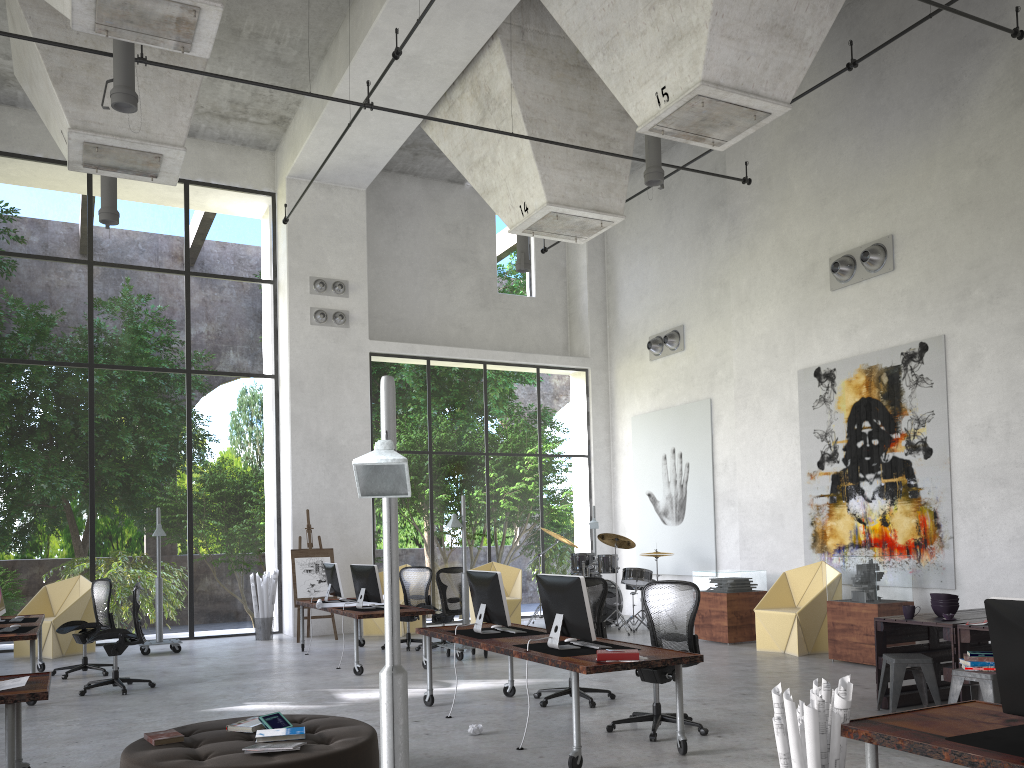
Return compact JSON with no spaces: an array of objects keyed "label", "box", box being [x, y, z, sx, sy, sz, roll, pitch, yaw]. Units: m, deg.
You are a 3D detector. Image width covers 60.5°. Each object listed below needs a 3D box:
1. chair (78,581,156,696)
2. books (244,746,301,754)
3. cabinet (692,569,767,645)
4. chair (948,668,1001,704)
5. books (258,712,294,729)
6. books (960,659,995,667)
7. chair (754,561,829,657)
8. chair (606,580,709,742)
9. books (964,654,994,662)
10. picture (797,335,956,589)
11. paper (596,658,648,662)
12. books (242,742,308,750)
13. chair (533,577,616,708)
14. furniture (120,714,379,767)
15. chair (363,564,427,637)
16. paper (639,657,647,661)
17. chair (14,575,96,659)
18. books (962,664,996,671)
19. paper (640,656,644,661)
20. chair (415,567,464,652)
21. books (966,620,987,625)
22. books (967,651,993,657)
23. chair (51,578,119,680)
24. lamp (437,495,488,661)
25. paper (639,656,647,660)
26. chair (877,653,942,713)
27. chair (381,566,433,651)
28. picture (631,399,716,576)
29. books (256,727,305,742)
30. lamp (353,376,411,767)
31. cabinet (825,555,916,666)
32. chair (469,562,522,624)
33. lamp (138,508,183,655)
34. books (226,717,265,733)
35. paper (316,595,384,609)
[{"label":"chair","box":[-4.344,2.770,9.638,0.794,1.176,0.776,2,-6,-38]},{"label":"books","box":[-1.355,2.070,4.989,0.300,0.031,0.223,1,-10,-12]},{"label":"cabinet","box":[3.150,3.203,12.676,0.744,1.006,0.742,1,-5,-27]},{"label":"chair","box":[3.518,2.371,6.526,0.438,0.486,0.424,2,-7,-32]},{"label":"books","box":[-1.489,2.140,5.541,0.145,0.102,0.206,5,-11,-41]},{"label":"books","box":[3.521,2.076,6.551,0.284,0.033,0.200,-2,-10,4]},{"label":"chair","box":[3.761,2.908,11.467,0.935,1.160,0.989,1,-6,-28]},{"label":"chair","box":[1.176,2.170,7.005,0.774,1.176,0.797,-4,-5,32]},{"label":"books","box":[3.517,2.044,6.557,0.255,0.032,0.176,-6,-11,24]},{"label":"picture","box":[4.642,1.110,11.419,0.020,2.996,2.378,0,-5,-27]},{"label":"paper","box":[0.751,1.874,5.998,0.211,0.001,0.293,8,-14,-44]},{"label":"books","box":[-1.352,2.067,5.016,0.301,0.039,0.223,-3,-10,8]},{"label":"chair","box":[0.538,2.421,8.341,0.772,1.176,0.798,3,-6,-43]},{"label":"furniture","box":[-1.572,2.354,5.362,1.509,0.425,1.528,3,-10,-25]},{"label":"chair","box":[-1.980,3.648,14.860,0.982,1.160,0.942,-4,-6,22]},{"label":"paper","box":[0.751,1.875,5.998,0.291,0.001,0.212,-6,-11,25]},{"label":"chair","box":[-6.780,3.457,13.100,0.981,1.160,0.942,-3,-6,19]},{"label":"books","box":[3.522,2.110,6.550,0.285,0.034,0.200,-5,-10,19]},{"label":"paper","box":[0.751,1.876,5.998,0.290,0.001,0.213,-2,-10,5]},{"label":"chair","box":[-0.991,3.170,12.380,0.795,1.176,0.775,-4,-5,27]},{"label":"books","box":[3.766,1.884,6.948,0.306,0.030,0.225,-7,-11,31]},{"label":"books","box":[3.520,2.016,6.555,0.205,0.025,0.145,-5,-10,19]},{"label":"chair","box":[-5.294,3.021,10.930,0.773,1.176,0.797,-4,-5,27]},{"label":"lamp","box":[-0.626,2.550,11.658,0.596,2.138,0.583,0,-3,-27]},{"label":"paper","box":[0.760,1.874,6.001,0.290,0.001,0.213,0,-10,-10]},{"label":"chair","box":[3.312,2.519,7.337,0.420,0.486,0.442,-2,-6,8]},{"label":"chair","box":[-1.489,3.266,12.854,0.771,1.176,0.799,-2,-5,12]},{"label":"picture","box":[2.879,1.942,15.899,0.020,2.996,2.360,0,-5,-27]},{"label":"books","box":[-1.393,2.112,5.294,0.284,0.033,0.200,1,-10,-14]},{"label":"lamp","box":[-0.419,1.040,3.095,0.579,2.138,0.600,-1,-3,-2]},{"label":"cabinet","box":[4.190,2.638,10.289,0.594,1.246,0.750,0,-5,-27]},{"label":"chair","box":[-0.271,3.649,15.108,0.979,1.160,0.944,-1,-5,-7]},{"label":"lamp","box":[-5.223,2.901,12.992,0.579,2.138,0.600,0,-3,-27]},{"label":"books","box":[-1.651,2.172,5.606,0.198,0.034,0.288,-5,-10,19]},{"label":"paper","box":[-2.149,2.950,11.936,1.075,0.104,0.989,2,-10,-16]}]
